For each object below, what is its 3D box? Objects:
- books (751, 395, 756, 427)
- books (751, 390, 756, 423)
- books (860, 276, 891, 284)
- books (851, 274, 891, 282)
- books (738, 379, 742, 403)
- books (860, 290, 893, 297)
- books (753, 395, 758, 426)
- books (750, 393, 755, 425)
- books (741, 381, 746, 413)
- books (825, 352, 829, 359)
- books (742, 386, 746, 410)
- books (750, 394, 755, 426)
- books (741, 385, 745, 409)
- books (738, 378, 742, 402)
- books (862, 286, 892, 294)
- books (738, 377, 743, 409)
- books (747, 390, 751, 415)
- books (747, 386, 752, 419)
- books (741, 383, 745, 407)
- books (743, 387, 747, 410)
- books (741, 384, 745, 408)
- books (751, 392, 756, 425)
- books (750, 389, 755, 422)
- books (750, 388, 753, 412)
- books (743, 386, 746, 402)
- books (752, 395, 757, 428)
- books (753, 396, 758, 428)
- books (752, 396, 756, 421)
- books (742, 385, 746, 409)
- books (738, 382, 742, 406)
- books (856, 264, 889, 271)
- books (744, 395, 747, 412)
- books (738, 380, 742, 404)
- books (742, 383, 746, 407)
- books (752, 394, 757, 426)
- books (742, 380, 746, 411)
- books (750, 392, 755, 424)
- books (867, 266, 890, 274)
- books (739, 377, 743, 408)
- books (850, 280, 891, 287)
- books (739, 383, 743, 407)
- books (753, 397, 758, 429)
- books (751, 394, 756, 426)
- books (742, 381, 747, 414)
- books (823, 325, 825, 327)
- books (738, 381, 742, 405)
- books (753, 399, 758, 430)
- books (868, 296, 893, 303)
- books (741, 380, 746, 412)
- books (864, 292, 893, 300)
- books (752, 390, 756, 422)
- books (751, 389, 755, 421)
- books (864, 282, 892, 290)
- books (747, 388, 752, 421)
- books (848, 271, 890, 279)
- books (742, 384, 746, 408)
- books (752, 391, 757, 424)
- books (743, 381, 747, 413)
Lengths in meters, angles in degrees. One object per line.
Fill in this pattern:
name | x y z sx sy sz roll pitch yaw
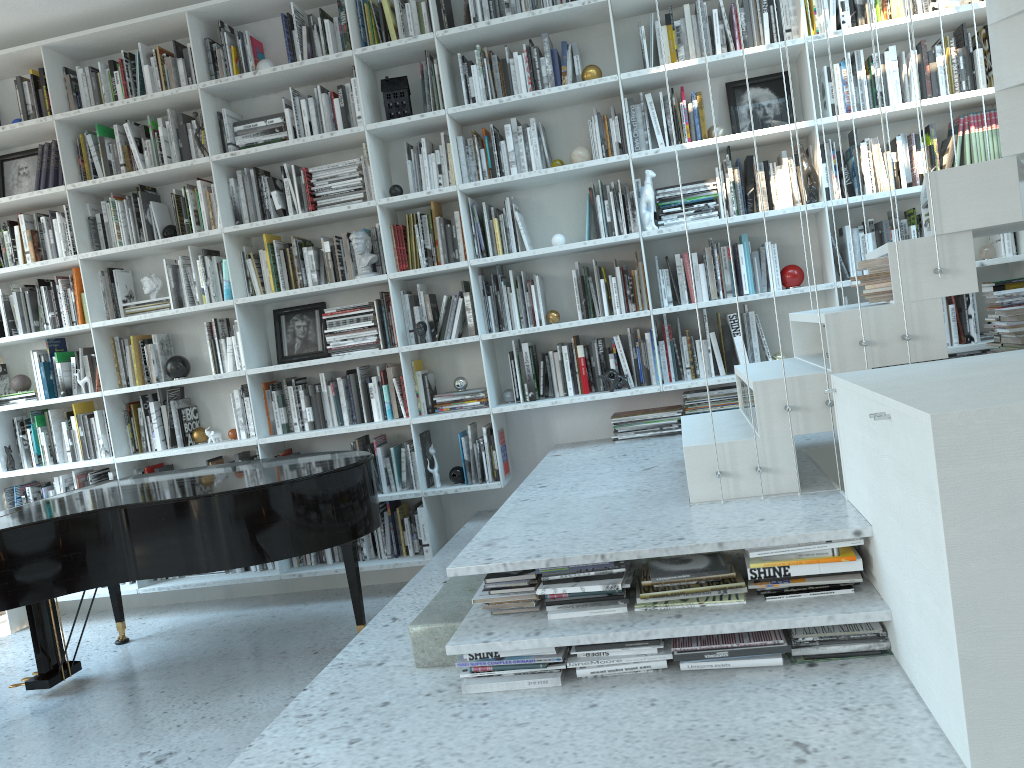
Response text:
books | 0.856 0.073 2.913 0.125 0.125 0.007 -8 4 11
books | 0.852 0.075 2.891 0.125 0.125 0.008 -8 4 11
books | 1.228 -0.338 2.755 0.171 0.011 0.232 -11 4 -43
books | 1.217 -0.345 2.743 0.295 0.007 0.146 -6 4 41
books | 0.959 0.027 3.477 0.125 0.125 0.008 -8 4 11
books | 1.242 -0.299 2.766 0.254 0.007 0.188 -6 4 38
books | 0.840 0.080 2.822 0.125 0.125 0.011 -8 4 11
books | 0.862 0.070 2.946 0.125 0.125 0.008 -8 4 11
books | 0.930 0.040 3.320 0.125 0.125 0.009 -8 4 11
books | 1.121 -0.112 2.827 0.172 0.019 0.239 -6 4 36
books | 0.926 0.041 3.297 0.125 0.125 0.008 -8 4 11
books | 0.864 0.069 2.954 0.125 0.125 0.007 -8 4 11
books | 0.935 0.038 3.344 0.125 0.125 0.010 -8 4 11
books | 0.957 0.027 3.469 0.125 0.125 0.007 -8 4 11
books | 1.232 -0.306 2.756 0.222 0.011 0.180 -6 4 42
books | 0.956 0.028 3.462 0.125 0.125 0.008 -8 4 11
books | 0.884 0.060 3.066 0.125 0.125 0.013 -8 4 11
books | 0.880 0.062 3.046 0.125 0.125 0.011 -8 4 11
books | 0.932 0.039 3.327 0.125 0.125 0.009 -8 4 11
books | 0.917 0.046 3.244 0.125 0.125 0.008 -8 4 11
books | 0.933 0.038 3.335 0.125 0.125 0.007 -8 4 11
books | 0.854 0.074 2.898 0.125 0.125 0.008 -8 4 11
books | 0.859 0.071 2.930 0.125 0.125 0.010 -8 4 11
books | 0.865 0.069 2.962 0.125 0.125 0.009 -8 4 11
books | 0.915 0.046 3.238 0.125 0.125 0.008 -8 4 11
books | 0.848 0.076 2.870 0.125 0.125 0.010 -8 4 11
books | 0.841 0.079 2.832 0.125 0.125 0.008 -8 4 11
books | 0.850 0.076 2.877 0.125 0.125 0.010 -8 4 11
books | 0.925 0.042 3.289 0.125 0.125 0.008 -8 4 11
books | 0.963 0.025 3.500 0.125 0.125 0.008 -8 4 11
books | 1.214 -0.374 2.743 0.254 0.005 0.160 -5 4 43
books | 0.918 0.045 3.252 0.125 0.125 0.007 -8 4 11
books | 0.960 0.026 3.485 0.125 0.125 0.009 -8 4 11
books | 0.922 0.043 3.274 0.125 0.125 0.008 -8 4 11
books | 0.847 0.077 2.862 0.125 0.125 0.008 -8 4 11
books | 0.927 0.041 3.304 0.125 0.125 0.008 -8 4 11
books | 0.861 0.071 2.939 0.125 0.125 0.008 -8 4 11
books | 1.226 -0.366 2.755 0.184 0.016 0.179 -6 4 39
books | 0.955 0.029 3.455 0.125 0.125 0.009 -8 4 11
books | 1.219 -0.327 2.745 0.295 0.006 0.146 -5 4 45
books | 0.953 0.029 3.447 0.125 0.125 0.007 -8 4 11
books | 0.843 0.079 2.840 0.125 0.125 0.007 -8 4 11
books | 0.855 0.073 2.905 0.125 0.125 0.007 -8 4 11
books | 0.921 0.044 3.266 0.125 0.125 0.007 -8 4 11
books | 1.279 -0.228 3.294 0.198 0.006 0.188 -8 3 7
books | 0.962 0.025 3.492 0.125 0.125 0.008 -8 4 11
books | 0.844 0.078 2.847 0.125 0.125 0.008 -8 4 11
books | 1.242 -0.277 2.764 0.206 0.012 0.183 -6 4 38
books | 0.929 0.040 3.312 0.125 0.125 0.007 -8 4 11
books | 1.237 -0.288 2.759 0.215 0.013 0.189 -5 4 43
books | 0.851 0.075 2.885 0.125 0.125 0.008 -8 4 11
books | 0.858 0.072 2.921 0.125 0.125 0.009 -8 4 11
books | 1.221 -0.317 2.745 0.215 0.015 0.138 -6 4 38
books | 0.882 0.061 3.056 0.125 0.125 0.009 -8 4 11
books | 1.216 -0.352 2.743 0.295 0.007 0.146 -5 4 45
books | 0.923 0.043 3.282 0.125 0.125 0.008 -8 4 11
books | 0.845 0.078 2.854 0.125 0.125 0.008 -8 4 11
books | 0.919 0.045 3.259 0.125 0.125 0.007 -8 4 11
